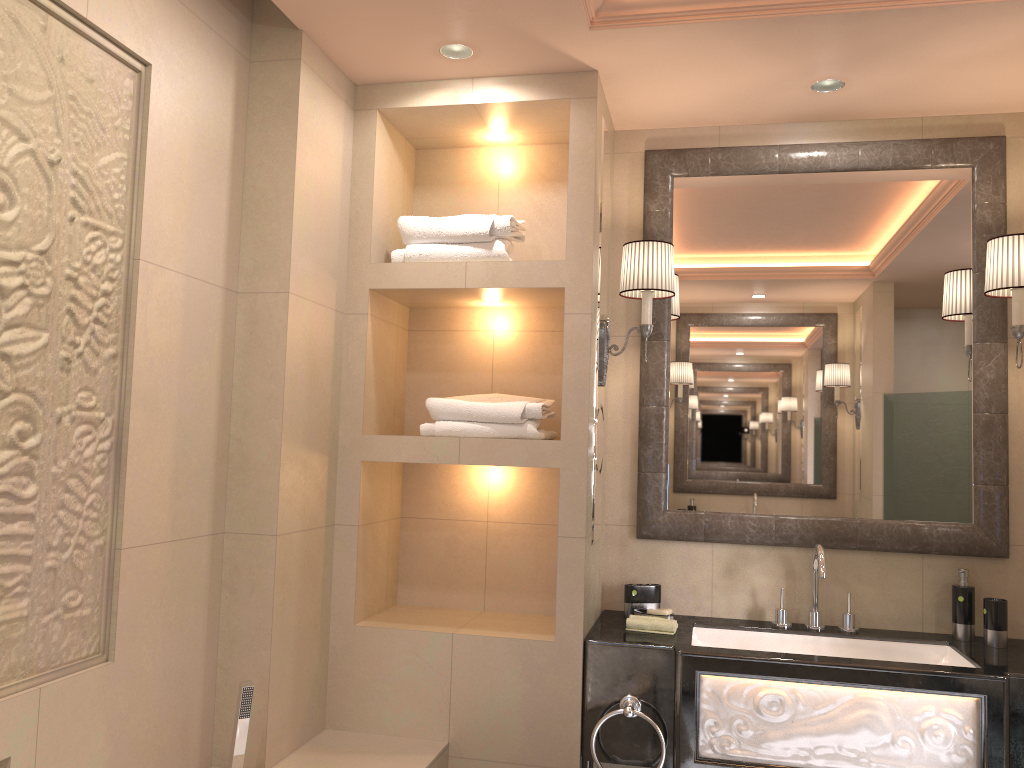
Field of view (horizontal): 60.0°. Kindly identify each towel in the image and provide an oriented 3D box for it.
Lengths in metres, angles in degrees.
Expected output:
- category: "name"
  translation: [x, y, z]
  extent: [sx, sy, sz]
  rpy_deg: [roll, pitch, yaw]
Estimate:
- category: "towel"
  translation: [0.417, 0.716, 2.653]
  extent: [0.149, 0.039, 0.096]
  rpy_deg: [0, -4, 19]
- category: "towel"
  translation: [-0.426, -0.302, 1.352]
  extent: [0.517, 0.726, 3.195]
  rpy_deg: [1, -4, 13]

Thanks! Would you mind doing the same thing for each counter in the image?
- category: "counter"
  translation: [0.885, 1.172, 2.531]
  extent: [1.330, 0.858, 0.543]
  rpy_deg: [1, -4, 12]

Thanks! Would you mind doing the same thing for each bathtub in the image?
- category: "bathtub"
  translation: [-0.476, 1.194, 1.230]
  extent: [1.060, 0.540, 2.662]
  rpy_deg: [1, -4, 12]

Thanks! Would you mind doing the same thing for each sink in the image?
- category: "sink"
  translation: [0.891, 0.822, 2.532]
  extent: [0.760, 0.135, 0.349]
  rpy_deg: [1, -4, 12]

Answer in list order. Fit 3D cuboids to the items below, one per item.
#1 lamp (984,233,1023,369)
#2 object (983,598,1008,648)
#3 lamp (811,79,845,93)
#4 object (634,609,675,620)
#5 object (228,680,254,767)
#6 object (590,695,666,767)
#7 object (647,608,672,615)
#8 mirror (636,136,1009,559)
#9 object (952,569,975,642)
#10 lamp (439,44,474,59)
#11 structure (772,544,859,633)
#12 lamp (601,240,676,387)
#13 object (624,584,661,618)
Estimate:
- category: "lamp"
  translation: [1.470, -0.193, 2.525]
  extent: [0.223, 0.444, 0.174]
  rpy_deg: [1, -4, 12]
- category: "object"
  translation: [1.409, 0.695, 2.584]
  extent: [0.063, 0.134, 0.063]
  rpy_deg: [6, -6, -45]
- category: "lamp"
  translation: [0.948, -0.927, 2.662]
  extent: [0.097, 0.069, 0.097]
  rpy_deg: [0, -5, 29]
- category: "object"
  translation: [0.441, 0.726, 2.754]
  extent: [0.133, 0.035, 0.080]
  rpy_deg: [-1, -5, 30]
- category: "object"
  translation: [-0.650, 0.841, 2.109]
  extent: [0.059, 0.280, 0.114]
  rpy_deg: [4, -5, -32]
- category: "object"
  translation: [0.317, 0.967, 2.405]
  extent: [0.203, 0.226, 0.074]
  rpy_deg: [1, -4, 12]
- category: "object"
  translation: [0.457, 0.705, 2.744]
  extent: [0.077, 0.022, 0.051]
  rpy_deg: [-1, -5, 32]
- category: "mirror"
  translation: [0.986, -0.135, 2.871]
  extent: [1.130, 1.320, 0.040]
  rpy_deg: [1, -4, 12]
- category: "object"
  translation: [1.358, 0.663, 2.668]
  extent: [0.063, 0.208, 0.063]
  rpy_deg: [2, -4, -6]
- category: "lamp"
  translation: [-0.156, -0.974, 2.512]
  extent: [0.097, 0.069, 0.097]
  rpy_deg: [3, -4, -11]
- category: "structure"
  translation: [0.921, 0.624, 2.744]
  extent: [0.242, 0.268, 0.223]
  rpy_deg: [6, -6, -43]
- category: "lamp"
  translation: [0.395, -0.211, 2.762]
  extent: [0.223, 0.444, 0.174]
  rpy_deg: [1, -4, 12]
- category: "object"
  translation: [0.420, 0.698, 2.853]
  extent: [0.124, 0.104, 0.038]
  rpy_deg: [3, -4, -13]
